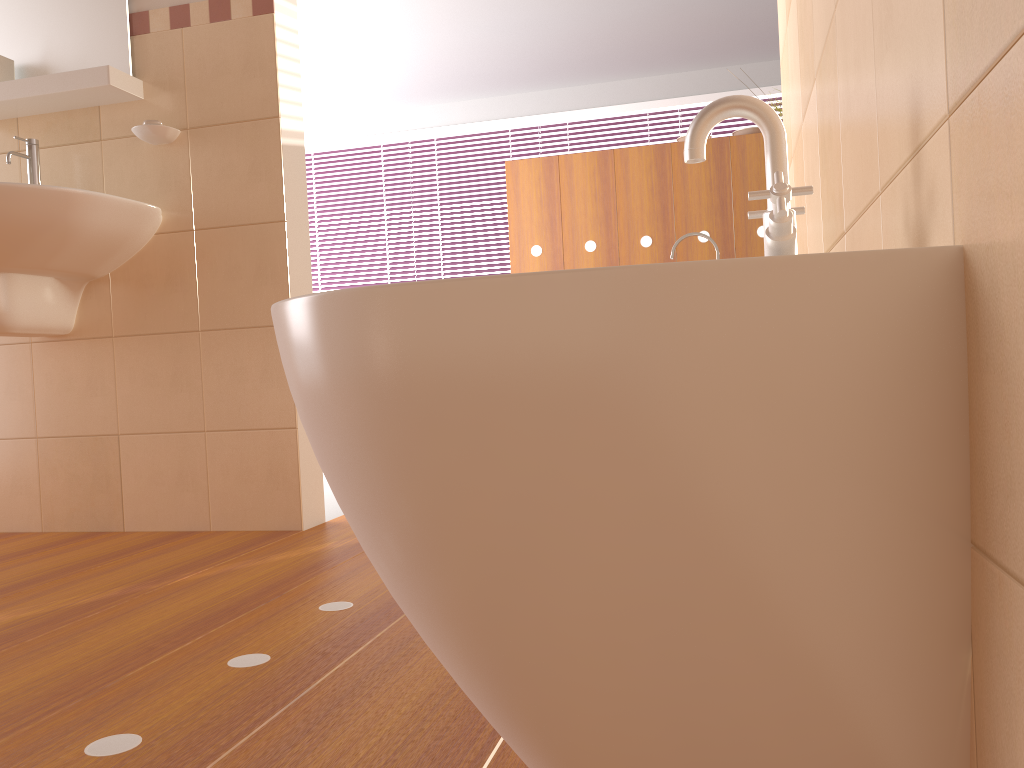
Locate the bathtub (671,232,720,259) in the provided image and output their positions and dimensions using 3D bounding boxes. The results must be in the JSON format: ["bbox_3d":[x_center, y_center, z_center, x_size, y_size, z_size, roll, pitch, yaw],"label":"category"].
[{"bbox_3d":[0.000,-0.122,3.743,1.874,0.900,0.888,-3,1,14],"label":"bathtub"}]

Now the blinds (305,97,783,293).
[{"bbox_3d":[0.690,-0.776,5.952,4.712,2.022,0.032,-3,1,14],"label":"blinds"}]

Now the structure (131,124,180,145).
[{"bbox_3d":[-0.941,-0.652,2.320,0.117,0.029,0.092,-3,1,14],"label":"structure"}]

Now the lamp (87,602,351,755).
[{"bbox_3d":[-1.737,0.442,2.188,3.173,0.001,2.893,-3,1,14],"label":"lamp"}]

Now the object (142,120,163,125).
[{"bbox_3d":[-0.940,-0.674,2.320,0.050,0.023,0.075,-3,1,-21],"label":"object"}]

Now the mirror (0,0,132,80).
[{"bbox_3d":[-1.279,-1.205,2.420,0.502,0.799,0.008,-3,1,14],"label":"mirror"}]

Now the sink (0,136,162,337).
[{"bbox_3d":[-1.298,-0.384,2.190,0.683,0.516,0.539,-3,1,14],"label":"sink"}]

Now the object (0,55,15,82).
[{"bbox_3d":[-1.398,-0.864,2.399,0.063,0.149,0.073,-3,1,14],"label":"object"}]

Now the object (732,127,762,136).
[{"bbox_3d":[1.180,-1.228,4.394,0.173,0.046,0.173,-3,1,14],"label":"object"}]

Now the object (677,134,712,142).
[{"bbox_3d":[0.917,-1.215,4.461,0.173,0.046,0.173,-3,1,14],"label":"object"}]

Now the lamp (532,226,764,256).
[{"bbox_3d":[0.666,-0.707,4.401,1.169,0.052,0.001,-3,1,14],"label":"lamp"}]

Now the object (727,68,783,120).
[{"bbox_3d":[1.578,-0.533,3.797,1.335,1.557,0.683,-4,1,-43],"label":"object"}]

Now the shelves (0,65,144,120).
[{"bbox_3d":[-1.270,-0.771,2.377,0.554,0.050,0.138,-3,1,14],"label":"shelves"}]

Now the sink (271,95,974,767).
[{"bbox_3d":[0.062,0.038,0.724,0.515,0.517,0.335,-3,1,14],"label":"sink"}]
